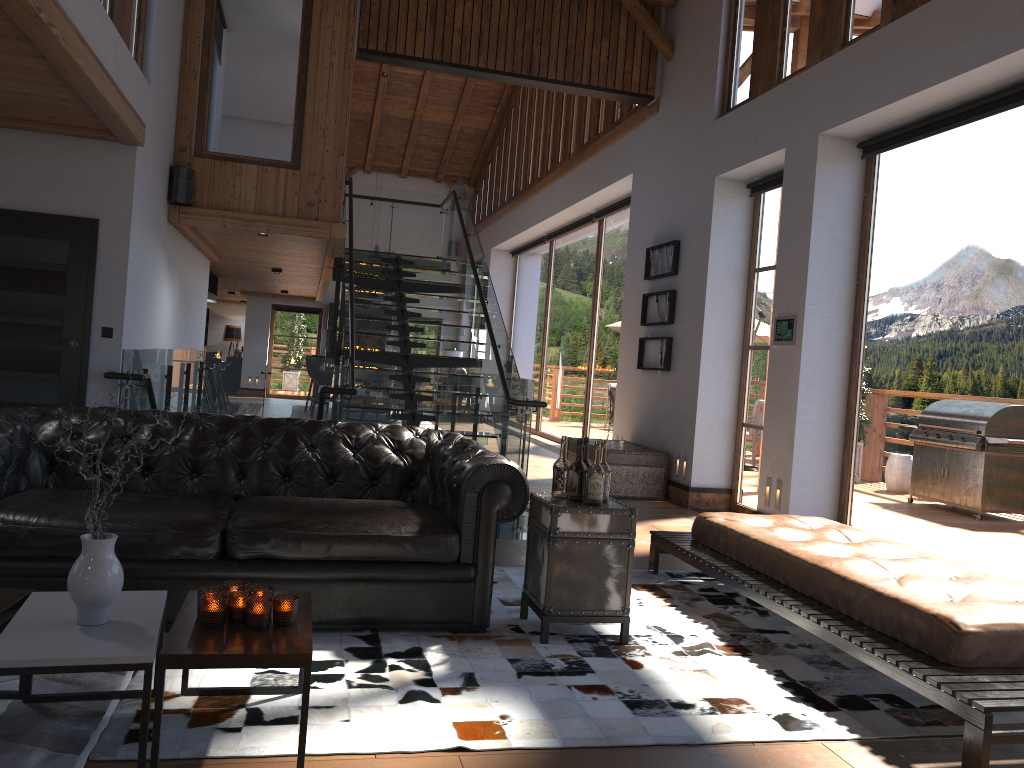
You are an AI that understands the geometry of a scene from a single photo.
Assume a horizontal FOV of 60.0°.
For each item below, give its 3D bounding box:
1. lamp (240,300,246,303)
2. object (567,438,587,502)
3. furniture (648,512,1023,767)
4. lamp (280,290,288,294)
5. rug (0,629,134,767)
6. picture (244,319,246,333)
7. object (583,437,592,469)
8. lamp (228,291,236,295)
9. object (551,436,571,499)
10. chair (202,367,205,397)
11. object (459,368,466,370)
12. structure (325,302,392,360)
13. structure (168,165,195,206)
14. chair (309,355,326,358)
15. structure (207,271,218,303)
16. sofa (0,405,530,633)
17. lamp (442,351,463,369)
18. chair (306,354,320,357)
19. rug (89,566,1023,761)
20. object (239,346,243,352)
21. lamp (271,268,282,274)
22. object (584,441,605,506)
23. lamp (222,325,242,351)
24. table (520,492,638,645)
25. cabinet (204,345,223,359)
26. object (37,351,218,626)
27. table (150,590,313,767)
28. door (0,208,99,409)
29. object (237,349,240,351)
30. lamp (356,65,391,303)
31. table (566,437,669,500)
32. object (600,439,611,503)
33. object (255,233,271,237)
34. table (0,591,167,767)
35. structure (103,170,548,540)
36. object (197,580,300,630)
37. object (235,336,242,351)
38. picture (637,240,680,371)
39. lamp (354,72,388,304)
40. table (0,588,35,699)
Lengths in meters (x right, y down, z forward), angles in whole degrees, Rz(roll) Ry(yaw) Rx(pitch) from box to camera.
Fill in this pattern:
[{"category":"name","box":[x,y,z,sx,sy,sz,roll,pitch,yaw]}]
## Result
[{"category":"lamp","box":[-7.460,-2.284,24.605,0.156,0.068,0.260,4,1,-14]},{"category":"object","box":[0.301,0.389,4.038,0.088,0.286,0.087,4,1,-36]},{"category":"furniture","box":[1.724,1.027,4.237,1.182,0.436,2.745,4,1,-13]},{"category":"lamp","box":[-4.825,-1.952,18.801,0.156,0.068,0.260,4,1,-14]},{"category":"rug","box":[-2.383,0.940,2.254,2.444,0.053,4.024,4,1,-13]},{"category":"picture","box":[-6.233,-1.383,20.791,0.020,0.781,0.560,4,1,-13]},{"category":"object","box":[0.335,0.390,4.131,0.086,0.286,0.088,5,0,26]},{"category":"lamp","box":[-6.557,-2.130,20.748,0.156,0.068,0.260,4,1,-14]},{"category":"object","box":[0.234,0.383,4.109,0.088,0.286,0.086,4,1,-37]},{"category":"chair","box":[-4.844,0.098,13.790,0.472,0.839,0.536,4,1,-14]},{"category":"object","box":[-1.134,-0.300,19.466,0.494,0.262,0.182,5,1,44]},{"category":"structure","box":[-3.573,-0.994,20.595,1.452,1.649,0.430,4,0,-14]},{"category":"structure","box":[-3.137,-1.875,8.406,0.215,0.349,0.212,4,1,-14]},{"category":"chair","box":[-3.275,0.060,15.383,0.571,1.092,0.501,4,1,-15]},{"category":"structure","box":[-5.482,-1.716,14.908,0.715,0.476,3.233,4,1,-13]},{"category":"sofa","box":[-1.296,0.590,4.169,2.581,0.838,1.232,4,1,-15]},{"category":"lamp","box":[-1.387,-0.576,20.502,0.471,0.725,0.469,4,1,-5]},{"category":"chair","box":[-3.541,0.019,16.302,0.574,1.092,0.499,4,1,-30]},{"category":"rug","box":[0.405,1.119,4.106,3.828,0.053,2.419,4,1,-13]},{"category":"object","box":[-6.438,-0.769,20.937,0.211,0.270,0.285,4,1,-14]},{"category":"lamp","box":[-3.627,-1.747,13.682,0.156,0.068,0.260,4,1,-14]},{"category":"object","box":[0.373,0.396,3.973,0.088,0.286,0.087,4,0,-4]},{"category":"lamp","box":[-7.390,-0.756,25.049,1.647,1.698,0.518,4,1,-36]},{"category":"table","box":[0.298,0.833,4.054,0.408,0.609,0.415,4,1,-14]},{"category":"cabinet","box":[-5.639,-0.123,15.101,0.893,1.103,4.776,4,1,-13]},{"category":"object","box":[-1.175,0.290,2.619,0.407,0.808,0.619,4,1,-3]},{"category":"table","box":[-0.834,0.895,2.723,0.402,0.350,0.647,4,1,-14]},{"category":"door","box":[-3.658,-0.254,6.596,0.946,2.055,0.143,4,0,-14]},{"category":"object","box":[-6.497,-0.736,20.869,0.203,0.197,0.354,4,1,-2]},{"category":"lamp","box":[-2.317,-3.709,15.843,0.615,4.684,0.628,5,0,31]},{"category":"table","box":[1.049,0.853,9.129,0.688,0.469,1.248,4,1,-14]},{"category":"object","box":[0.414,0.397,4.084,0.088,0.286,0.087,4,0,-1]},{"category":"object","box":[-2.552,-1.563,9.091,0.156,0.068,0.260,4,1,-14]},{"category":"table","box":[-1.253,0.865,2.588,0.403,0.350,0.646,4,1,-19]},{"category":"structure","box":[0.346,0.589,11.616,9.261,6.397,10.968,4,1,-14]},{"category":"object","box":[-0.813,0.681,2.704,0.299,0.081,0.248,5,1,25]},{"category":"object","box":[-6.381,-0.875,20.628,0.152,0.504,0.323,4,1,-14]},{"category":"picture","box":[1.518,-0.798,9.233,0.059,1.312,0.770,4,1,-13]},{"category":"lamp","box":[-2.678,-3.771,17.384,0.615,4.684,0.628,5,0,31]},{"category":"table","box":[-1.704,0.832,2.508,0.401,0.350,0.648,4,1,-9]}]
